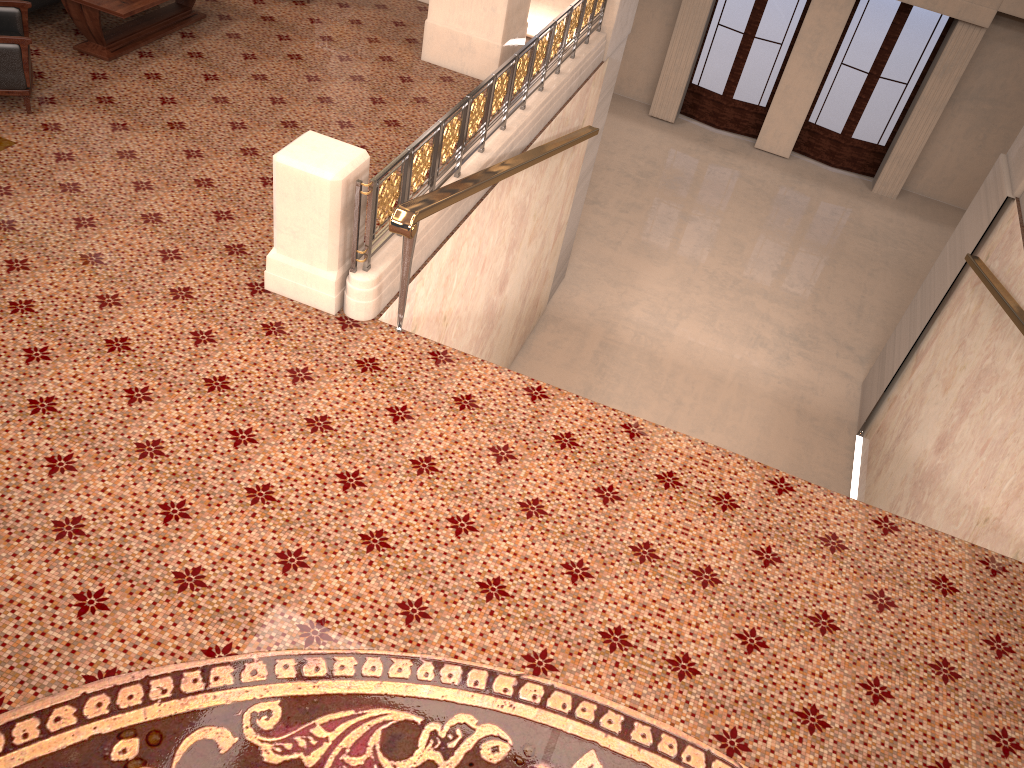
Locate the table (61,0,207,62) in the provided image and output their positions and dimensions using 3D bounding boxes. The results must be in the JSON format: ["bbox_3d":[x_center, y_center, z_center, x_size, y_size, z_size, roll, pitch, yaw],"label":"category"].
[{"bbox_3d":[-2.899,-2.975,6.880,0.834,0.461,1.402,22,42,8],"label":"table"}]

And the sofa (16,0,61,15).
[{"bbox_3d":[-3.724,-3.400,6.893,0.870,0.748,1.827,22,42,8],"label":"sofa"}]

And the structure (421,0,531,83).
[{"bbox_3d":[-0.100,-3.961,6.891,0.696,2.947,0.666,21,42,8],"label":"structure"}]

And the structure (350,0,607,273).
[{"bbox_3d":[0.041,-2.163,6.364,0.079,0.569,4.694,22,42,9],"label":"structure"}]

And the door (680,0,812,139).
[{"bbox_3d":[3.837,-5.548,14.481,1.484,2.879,0.147,20,42,7],"label":"door"}]

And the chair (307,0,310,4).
[{"bbox_3d":[-2.097,-3.982,7.887,0.646,0.892,0.680,-3,45,-18],"label":"chair"}]

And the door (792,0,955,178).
[{"bbox_3d":[5.769,-4.818,14.242,1.484,2.879,0.147,20,42,7],"label":"door"}]

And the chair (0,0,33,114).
[{"bbox_3d":[-3.456,-2.265,5.629,0.713,0.892,0.616,-7,46,-21],"label":"chair"}]
